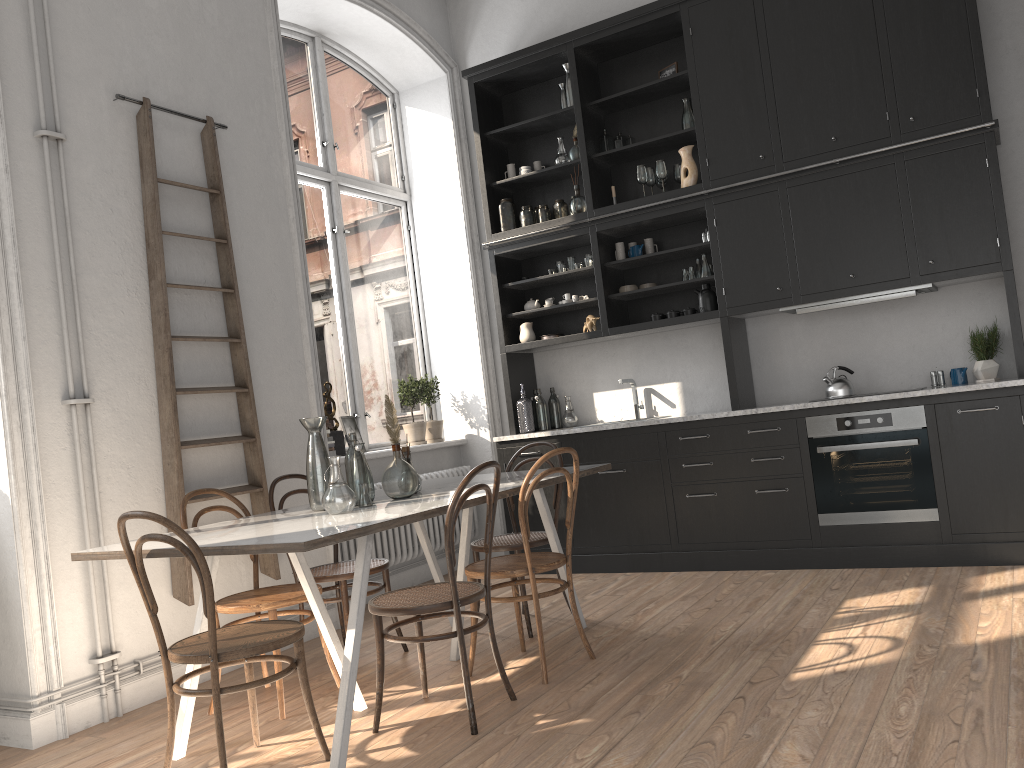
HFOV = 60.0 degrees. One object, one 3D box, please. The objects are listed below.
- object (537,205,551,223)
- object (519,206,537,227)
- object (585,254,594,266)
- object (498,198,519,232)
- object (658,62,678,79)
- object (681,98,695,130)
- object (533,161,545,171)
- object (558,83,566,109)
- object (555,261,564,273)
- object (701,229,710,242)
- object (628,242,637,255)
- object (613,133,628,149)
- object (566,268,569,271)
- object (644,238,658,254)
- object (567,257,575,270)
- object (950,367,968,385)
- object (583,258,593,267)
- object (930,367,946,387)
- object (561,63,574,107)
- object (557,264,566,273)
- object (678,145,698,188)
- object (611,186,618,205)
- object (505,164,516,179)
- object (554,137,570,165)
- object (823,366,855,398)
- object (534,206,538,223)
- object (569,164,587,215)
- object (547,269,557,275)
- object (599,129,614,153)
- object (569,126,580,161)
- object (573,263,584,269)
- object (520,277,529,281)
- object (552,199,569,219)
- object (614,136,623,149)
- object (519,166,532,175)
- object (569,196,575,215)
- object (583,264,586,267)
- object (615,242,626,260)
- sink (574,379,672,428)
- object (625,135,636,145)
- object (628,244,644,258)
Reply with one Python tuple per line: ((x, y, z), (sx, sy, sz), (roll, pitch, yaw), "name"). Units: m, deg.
((0.226, -1.185, 6.271), (0.096, 0.150, 0.096), (-8, -2, 18), "object")
((0.111, -1.174, 6.275), (0.114, 0.155, 0.114), (-8, -2, 33), "object")
((0.542, -0.846, 6.167), (0.060, 0.107, 0.060), (-7, -2, 3), "object")
((-0.026, -1.197, 6.330), (0.118, 0.238, 0.118), (-7, -2, 15), "object")
((1.045, -2.035, 5.857), (0.055, 0.121, 0.167), (-6, -2, -35), "object")
((1.165, -1.747, 5.836), (0.110, 0.255, 0.100), (-7, -2, -5), "object")
((0.198, -1.547, 6.437), (0.059, 0.135, 0.082), (-5, -2, -37), "object")
((0.371, -1.994, 6.245), (0.070, 0.231, 0.067), (-8, -2, 26), "object")
((0.345, -0.817, 6.311), (0.060, 0.107, 0.060), (-7, -2, -2), "object")
((1.263, -0.955, 5.749), (0.040, 0.116, 0.080), (-5, -2, -40), "object")
((0.826, -0.899, 6.082), (0.082, 0.135, 0.059), (-6, -2, -32), "object")
((0.754, -1.647, 6.127), (0.065, 0.177, 0.084), (-5, -2, -38), "object")
((0.418, -0.797, 6.278), (0.072, 0.047, 0.071), (-8, -2, 18), "object")
((0.943, -0.916, 6.007), (0.082, 0.135, 0.059), (-7, -2, 13), "object")
((0.418, -0.831, 6.190), (0.060, 0.107, 0.060), (-6, -2, -32), "object")
((2.569, -0.045, 5.093), (0.082, 0.093, 0.140), (-8, -2, 20), "object")
((0.527, -0.828, 6.092), (0.064, 0.069, 0.064), (-8, -2, 23), "object")
((2.480, -0.042, 5.170), (0.080, 0.116, 0.040), (-8, -2, 35), "object")
((0.410, -2.052, 6.161), (0.100, 0.330, 0.097), (-8, -2, 26), "object")
((0.352, -0.802, 6.215), (0.064, 0.069, 0.064), (-6, -2, -12), "object")
((1.126, -1.377, 5.657), (0.094, 0.267, 0.116), (-6, -2, -18), "object")
((0.690, -1.258, 5.977), (0.123, 0.161, 0.123), (-8, -2, 39), "object")
((-0.006, -1.522, 6.445), (0.059, 0.135, 0.082), (-6, -2, -32), "object")
((0.352, -1.617, 6.221), (0.132, 0.219, 0.132), (-7, -2, 4), "object")
((1.965, -0.016, 5.339), (0.171, 0.186, 0.171), (-9, -3, 41), "object")
((0.206, -1.189, 6.418), (0.092, 0.184, 0.092), (-7, -2, -5), "object")
((0.443, -1.325, 6.045), (0.134, 0.357, 0.134), (-6, -2, -15), "object")
((0.284, -0.781, 6.261), (0.071, 0.047, 0.072), (-6, -2, -22), "object")
((0.645, -1.648, 6.061), (0.084, 0.199, 0.065), (-5, -2, -38), "object")
((0.439, -1.692, 6.131), (0.123, 0.340, 0.119), (-5, -2, -41), "object")
((0.463, -0.808, 6.133), (0.071, 0.047, 0.072), (-6, -2, -22), "object")
((0.095, -0.750, 6.479), (0.071, 0.047, 0.072), (-6, -2, -22), "object")
((0.348, -1.215, 6.310), (0.092, 0.184, 0.092), (-9, -3, 44), "object")
((0.721, -1.621, 6.006), (0.053, 0.125, 0.041), (-7, -2, -3), "object")
((0.100, -1.517, 6.412), (0.096, 0.095, 0.096), (-6, -2, -26), "object")
((0.444, -1.229, 6.248), (0.082, 0.185, 0.082), (-8, -2, 31), "object")
((0.495, -0.809, 6.212), (0.071, 0.047, 0.072), (-6, -2, -32), "object")
((0.739, -0.889, 6.036), (0.059, 0.135, 0.082), (-7, -2, -2), "object")
((0.755, 0.220, 5.969), (0.526, 0.504, 0.514), (-8, -2, 30), "sink")
((0.808, -1.629, 6.031), (0.044, 0.121, 0.058), (-6, -2, -33), "object")
((0.839, -0.883, 5.974), (0.082, 0.093, 0.140), (-7, -2, -5), "object")
